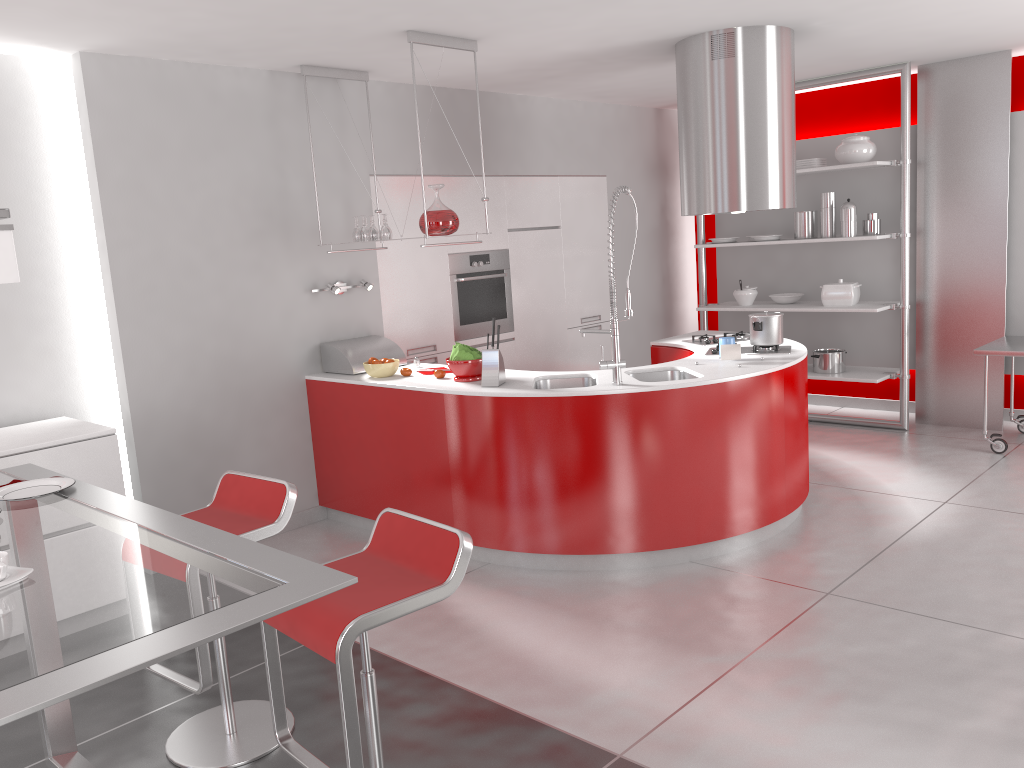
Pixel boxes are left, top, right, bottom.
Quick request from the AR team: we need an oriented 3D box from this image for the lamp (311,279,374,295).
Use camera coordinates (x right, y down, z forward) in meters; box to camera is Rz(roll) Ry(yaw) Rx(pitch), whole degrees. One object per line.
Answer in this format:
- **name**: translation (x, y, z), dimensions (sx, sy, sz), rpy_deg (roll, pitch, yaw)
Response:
- **lamp**: translation (-0.984, -0.575, 5.285), dimensions (0.155, 0.081, 0.454), rpy_deg (5, 13, 43)

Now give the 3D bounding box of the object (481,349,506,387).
- **object**: translation (-0.098, -0.086, 4.407), dimensions (0.091, 0.178, 0.137), rpy_deg (-1, 10, 17)

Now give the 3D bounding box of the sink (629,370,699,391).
- **sink**: translation (0.755, 0.054, 4.412), dimensions (0.326, 0.172, 0.428), rpy_deg (-5, 9, -7)

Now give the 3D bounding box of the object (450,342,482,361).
- **object**: translation (-0.223, -0.132, 4.608), dimensions (0.193, 0.182, 0.198), rpy_deg (-12, 12, -40)

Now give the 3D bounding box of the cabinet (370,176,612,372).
- **cabinet**: translation (-0.208, -0.498, 6.675), dimensions (0.614, 2.026, 2.398), rpy_deg (5, 13, 43)

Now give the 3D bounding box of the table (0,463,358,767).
- **table**: translation (-1.142, 0.861, 2.016), dimensions (1.700, 1.000, 0.800), rpy_deg (5, 13, 43)

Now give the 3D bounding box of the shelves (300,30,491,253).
- **shelves**: translation (-0.633, -1.247, 4.776), dimensions (0.934, 1.023, 0.462), rpy_deg (5, 13, 43)

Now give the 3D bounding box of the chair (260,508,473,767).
- **chair**: translation (-0.364, 0.820, 2.382), dimensions (0.460, 0.857, 0.418), rpy_deg (-12, 12, -41)

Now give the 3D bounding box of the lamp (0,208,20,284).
- **lamp**: translation (-1.289, -0.705, 1.795), dimensions (0.304, 1.025, 0.304), rpy_deg (5, 13, 43)

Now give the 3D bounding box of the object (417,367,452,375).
- **object**: translation (-0.438, -0.073, 5.010), dimensions (0.168, 0.006, 0.266), rpy_deg (-7, 10, -19)

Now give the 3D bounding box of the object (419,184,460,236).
- **object**: translation (-0.387, -0.909, 4.646), dimensions (0.213, 0.266, 0.213), rpy_deg (-7, 10, -18)

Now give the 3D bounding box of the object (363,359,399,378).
- **object**: translation (-0.727, -0.083, 4.958), dimensions (0.201, 0.086, 0.201), rpy_deg (5, 13, 44)

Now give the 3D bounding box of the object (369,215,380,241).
- **object**: translation (-0.771, -0.867, 4.934), dimensions (0.060, 0.141, 0.060), rpy_deg (5, 13, 43)

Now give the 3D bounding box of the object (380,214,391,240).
- **object**: translation (-0.698, -0.861, 4.867), dimensions (0.060, 0.141, 0.060), rpy_deg (5, 13, 43)

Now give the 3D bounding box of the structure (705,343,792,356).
- **structure**: translation (1.323, -0.203, 4.964), dimensions (0.457, 0.037, 0.303), rpy_deg (-1, 10, 19)

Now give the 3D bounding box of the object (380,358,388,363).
- **object**: translation (-0.717, -0.121, 5.000), dimensions (0.066, 0.049, 0.062), rpy_deg (4, 12, 40)

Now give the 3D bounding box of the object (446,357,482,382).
- **object**: translation (-0.227, -0.080, 4.623), dimensions (0.229, 0.118, 0.228), rpy_deg (-1, 10, 15)

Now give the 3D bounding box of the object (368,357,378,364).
- **object**: translation (-0.779, -0.122, 4.999), dimensions (0.055, 0.058, 0.066), rpy_deg (1, 11, 29)

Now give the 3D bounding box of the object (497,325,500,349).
- **object**: translation (-0.069, -0.150, 4.406), dimensions (0.012, 0.279, 0.130), rpy_deg (-1, 10, 15)

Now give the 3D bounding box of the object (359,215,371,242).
- **object**: translation (-0.809, -0.852, 4.859), dimensions (0.060, 0.141, 0.060), rpy_deg (0, 10, 20)

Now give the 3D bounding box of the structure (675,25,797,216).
- **structure**: translation (1.271, -1.456, 5.033), dimensions (0.644, 0.958, 0.644), rpy_deg (-2, 10, 10)

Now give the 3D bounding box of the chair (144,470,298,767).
- **chair**: translation (-0.969, 0.766, 2.957), dimensions (0.418, 0.857, 0.460), rpy_deg (4, 12, 38)

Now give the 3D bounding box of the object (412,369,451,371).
- **object**: translation (-0.387, -0.079, 4.985), dimensions (0.375, 0.008, 0.041), rpy_deg (0, 10, 20)

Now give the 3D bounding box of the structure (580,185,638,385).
- **structure**: translation (0.470, -0.461, 4.172), dimensions (0.308, 0.920, 0.178), rpy_deg (-4, 9, -3)

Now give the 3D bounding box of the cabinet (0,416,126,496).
- **cabinet**: translation (-2.570, 0.760, 3.589), dimensions (0.610, 0.880, 1.802), rpy_deg (5, 13, 43)

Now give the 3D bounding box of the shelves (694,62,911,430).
- **shelves**: translation (2.204, -0.993, 6.900), dimensions (1.735, 2.599, 0.535), rpy_deg (5, 13, 43)

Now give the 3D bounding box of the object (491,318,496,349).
- **object**: translation (-0.094, -0.166, 4.420), dimensions (0.014, 0.322, 0.150), rpy_deg (-1, 10, 15)

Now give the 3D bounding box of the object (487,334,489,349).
- **object**: translation (-0.121, -0.151, 4.421), dimensions (0.009, 0.197, 0.091), rpy_deg (-1, 10, 15)

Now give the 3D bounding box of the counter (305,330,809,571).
- **counter**: translation (0.342, 0.324, 5.003), dimensions (2.865, 0.880, 1.868), rpy_deg (-6, 10, -12)

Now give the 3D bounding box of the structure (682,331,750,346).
- **structure**: translation (1.320, -0.290, 5.491), dimensions (0.457, 0.037, 0.303), rpy_deg (-7, 10, -16)

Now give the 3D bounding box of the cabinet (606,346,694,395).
- **cabinet**: translation (0.172, 0.269, 5.212), dimensions (1.875, 0.761, 1.025), rpy_deg (-4, 9, -1)

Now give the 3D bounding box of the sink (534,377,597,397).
- **sink**: translation (0.270, 0.089, 4.402), dimensions (0.326, 0.172, 0.428), rpy_deg (-3, 9, 5)

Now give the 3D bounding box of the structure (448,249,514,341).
- **structure**: translation (-0.197, -0.629, 6.212), dimensions (0.050, 0.589, 0.599), rpy_deg (5, 13, 43)

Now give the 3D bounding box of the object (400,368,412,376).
- **object**: translation (-0.586, -0.065, 4.908), dimensions (0.065, 0.047, 0.063), rpy_deg (5, 13, 43)

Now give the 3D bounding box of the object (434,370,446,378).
- **object**: translation (-0.386, -0.054, 4.748), dimensions (0.064, 0.048, 0.063), rpy_deg (0, 10, 22)

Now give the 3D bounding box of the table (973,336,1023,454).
- **table**: translation (3.823, 0.107, 5.468), dimensions (1.627, 0.682, 0.749), rpy_deg (5, 13, 44)
